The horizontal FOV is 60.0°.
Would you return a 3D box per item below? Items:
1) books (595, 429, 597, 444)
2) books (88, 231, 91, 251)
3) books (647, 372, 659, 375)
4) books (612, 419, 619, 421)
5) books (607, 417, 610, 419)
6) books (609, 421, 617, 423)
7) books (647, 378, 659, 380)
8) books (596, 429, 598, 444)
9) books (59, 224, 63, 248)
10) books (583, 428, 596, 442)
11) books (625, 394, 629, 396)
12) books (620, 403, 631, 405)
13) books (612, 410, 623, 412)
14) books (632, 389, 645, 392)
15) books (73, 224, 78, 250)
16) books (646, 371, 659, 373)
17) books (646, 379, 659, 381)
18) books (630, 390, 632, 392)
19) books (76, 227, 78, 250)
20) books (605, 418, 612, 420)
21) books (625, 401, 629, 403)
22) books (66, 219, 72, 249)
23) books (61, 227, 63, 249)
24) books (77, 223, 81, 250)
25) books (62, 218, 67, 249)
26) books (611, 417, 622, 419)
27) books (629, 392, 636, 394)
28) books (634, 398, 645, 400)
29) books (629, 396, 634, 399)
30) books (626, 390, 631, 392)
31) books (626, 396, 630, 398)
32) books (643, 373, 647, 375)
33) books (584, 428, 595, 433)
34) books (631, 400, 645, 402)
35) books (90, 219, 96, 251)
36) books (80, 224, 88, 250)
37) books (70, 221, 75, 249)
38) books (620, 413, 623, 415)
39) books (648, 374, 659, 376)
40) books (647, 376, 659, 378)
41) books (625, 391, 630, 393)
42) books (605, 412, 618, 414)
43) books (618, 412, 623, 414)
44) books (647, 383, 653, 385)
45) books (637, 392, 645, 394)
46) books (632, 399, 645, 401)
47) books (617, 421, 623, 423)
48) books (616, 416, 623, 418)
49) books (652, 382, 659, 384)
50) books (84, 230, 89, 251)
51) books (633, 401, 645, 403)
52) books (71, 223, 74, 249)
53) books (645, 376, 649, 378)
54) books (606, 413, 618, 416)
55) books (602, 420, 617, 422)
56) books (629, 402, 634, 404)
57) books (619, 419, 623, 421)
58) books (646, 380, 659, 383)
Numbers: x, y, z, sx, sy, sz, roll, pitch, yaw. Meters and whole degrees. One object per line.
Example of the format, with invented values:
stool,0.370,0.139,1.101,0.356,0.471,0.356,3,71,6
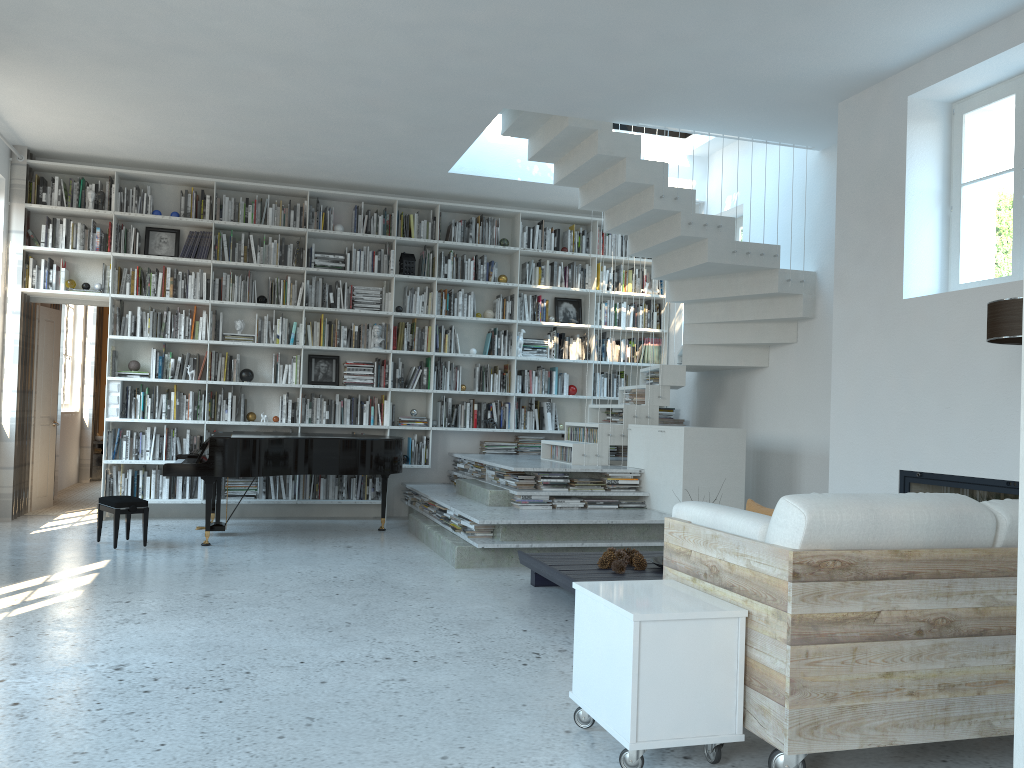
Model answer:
books,0.784,0.455,7.674,0.125,0.123,0.034,2,-1,-17
books,-3.806,-1.268,8.018,0.029,0.197,0.144,2,-2,-17
books,1.361,-0.095,8.160,0.191,0.013,0.243,2,-2,-6
books,1.046,0.331,8.168,0.175,0.016,0.207,3,-2,-22
books,0.998,0.322,8.386,0.145,0.015,0.166,3,-2,-22
books,1.012,0.364,8.390,0.130,0.014,0.188,2,-2,-17
books,1.363,-0.043,8.159,0.187,0.009,0.261,2,-2,-7
books,0.791,0.455,7.652,0.125,0.123,0.035,2,-1,-17
books,-4.028,-1.298,7.941,0.024,0.239,0.155,2,-1,-17
books,0.701,0.460,7.950,0.125,0.125,0.009,2,-1,-17
books,1.196,0.108,8.429,0.149,0.017,0.239,3,-2,-19
books,1.175,0.192,8.422,0.190,0.018,0.287,3,-2,-18
books,1.049,0.252,8.169,0.177,0.014,0.194,3,-2,-22
books,1.197,0.061,7.894,0.234,0.025,0.157,1,-2,21
books,-3.912,-1.297,7.960,0.021,0.244,0.173,2,-2,-17
books,1.380,-0.107,8.458,0.165,0.014,0.236,2,-2,0
books,1.355,-0.032,8.158,0.191,0.014,0.244,2,-2,-4
books,1.196,0.070,8.148,0.166,0.017,0.190,2,-2,-14
books,-3.906,-1.289,7.993,0.011,0.231,0.135,2,-1,-17
books,0.985,0.334,8.382,0.159,0.012,0.225,2,-2,-9
books,1.199,0.176,8.430,0.136,0.017,0.288,3,-2,-19
books,-3.966,-1.322,7.953,0.037,0.291,0.155,2,-1,-17
books,-4.009,-1.283,7.936,0.010,0.208,0.165,2,-2,-17
books,-3.879,-1.304,7.969,0.025,0.261,0.167,2,-1,-17
books,-3.988,-1.321,7.926,0.021,0.286,0.179,2,-1,-17
books,1.046,0.317,8.168,0.184,0.013,0.225,3,-2,-19
books,1.195,0.085,8.146,0.218,0.012,0.156,2,-2,0
books,1.192,0.133,7.882,0.214,0.014,0.138,2,-2,11
books,1.197,0.120,8.133,0.178,0.035,0.222,2,-2,-12
books,1.194,0.067,8.430,0.157,0.014,0.180,3,-2,-19
books,1.200,0.125,8.431,0.143,0.019,0.230,3,-2,-18
books,1.370,-0.093,8.457,0.190,0.015,0.230,2,-2,-3
books,0.704,0.460,7.940,0.125,0.125,0.011,2,-1,-17
books,1.198,0.156,7.907,0.254,0.007,0.189,2,-2,11
books,-3.777,-1.320,8.001,0.012,0.303,0.189,2,-1,-17
books,-3.852,-1.297,7.976,0.030,0.251,0.165,2,-1,-17
books,-3.940,-1.310,7.952,0.013,0.268,0.162,2,-1,-17
books,1.053,0.269,7.880,0.168,0.014,0.212,2,-2,3
books,1.369,-0.084,8.160,0.174,0.009,0.240,2,-2,-8
books,1.365,-0.065,8.159,0.176,0.007,0.254,2,-2,-9
books,1.191,0.081,8.428,0.157,0.014,0.180,3,-2,-21
books,0.993,0.277,8.385,0.159,0.009,0.208,3,-2,-21
books,1.072,0.268,8.176,0.133,0.017,0.178,2,-2,-13
books,1.383,0.007,8.456,0.149,0.014,0.228,2,-2,-5
books,1.198,0.087,7.900,0.184,0.016,0.179,1,-2,12
books,1.195,0.146,7.895,0.222,0.011,0.180,1,-2,15
books,1.062,0.354,8.172,0.137,0.013,0.199,2,-2,-10
books,1.059,0.304,8.172,0.149,0.013,0.220,2,-2,-11
books,1.384,-0.003,8.161,0.130,0.014,0.249,2,-2,-4
books,-3.830,-1.276,8.002,0.028,0.212,0.138,2,-1,-17
books,1.195,0.165,7.897,0.215,0.013,0.189,1,-2,16
books,-3.928,-1.300,7.955,0.012,0.249,0.192,2,-2,-17
books,1.374,-0.066,8.457,0.168,0.005,0.292,2,-2,1
books,0.999,0.293,8.387,0.140,0.022,0.181,3,-2,-23
books,0.979,0.352,8.380,0.189,0.007,0.195,3,-2,-19
books,1.185,0.178,8.173,0.184,0.016,0.128,2,-2,-9
books,1.040,0.321,7.880,0.172,0.019,0.240,2,-2,8
books,1.355,-0.018,8.158,0.182,0.013,0.287,2,-2,-3
